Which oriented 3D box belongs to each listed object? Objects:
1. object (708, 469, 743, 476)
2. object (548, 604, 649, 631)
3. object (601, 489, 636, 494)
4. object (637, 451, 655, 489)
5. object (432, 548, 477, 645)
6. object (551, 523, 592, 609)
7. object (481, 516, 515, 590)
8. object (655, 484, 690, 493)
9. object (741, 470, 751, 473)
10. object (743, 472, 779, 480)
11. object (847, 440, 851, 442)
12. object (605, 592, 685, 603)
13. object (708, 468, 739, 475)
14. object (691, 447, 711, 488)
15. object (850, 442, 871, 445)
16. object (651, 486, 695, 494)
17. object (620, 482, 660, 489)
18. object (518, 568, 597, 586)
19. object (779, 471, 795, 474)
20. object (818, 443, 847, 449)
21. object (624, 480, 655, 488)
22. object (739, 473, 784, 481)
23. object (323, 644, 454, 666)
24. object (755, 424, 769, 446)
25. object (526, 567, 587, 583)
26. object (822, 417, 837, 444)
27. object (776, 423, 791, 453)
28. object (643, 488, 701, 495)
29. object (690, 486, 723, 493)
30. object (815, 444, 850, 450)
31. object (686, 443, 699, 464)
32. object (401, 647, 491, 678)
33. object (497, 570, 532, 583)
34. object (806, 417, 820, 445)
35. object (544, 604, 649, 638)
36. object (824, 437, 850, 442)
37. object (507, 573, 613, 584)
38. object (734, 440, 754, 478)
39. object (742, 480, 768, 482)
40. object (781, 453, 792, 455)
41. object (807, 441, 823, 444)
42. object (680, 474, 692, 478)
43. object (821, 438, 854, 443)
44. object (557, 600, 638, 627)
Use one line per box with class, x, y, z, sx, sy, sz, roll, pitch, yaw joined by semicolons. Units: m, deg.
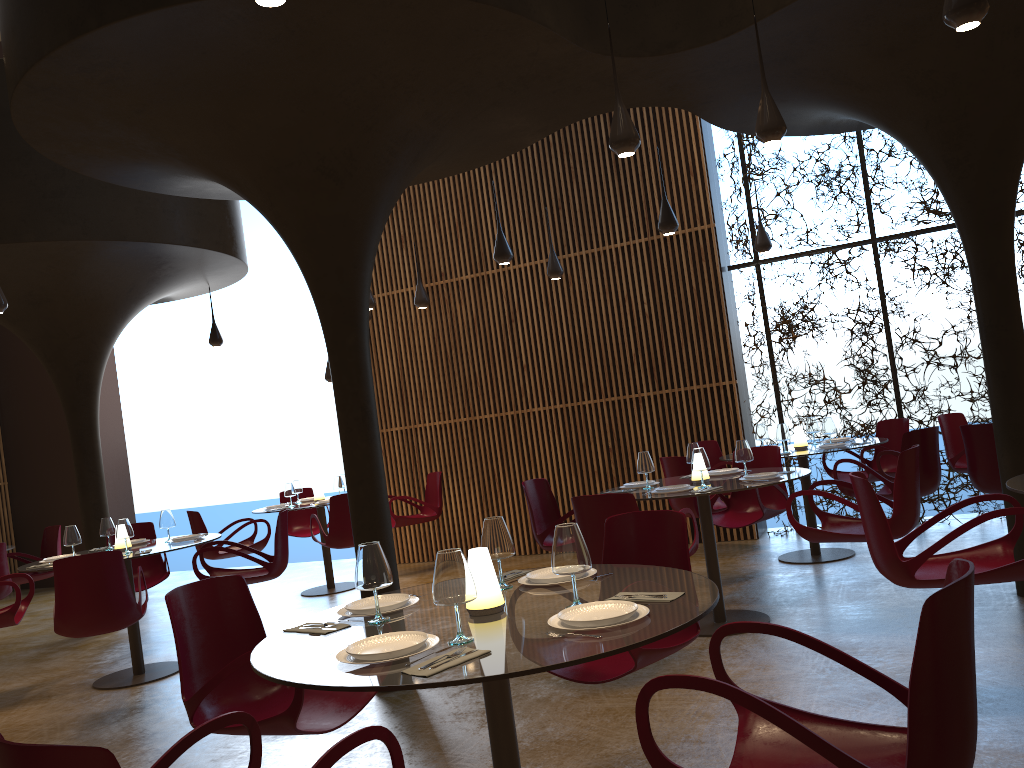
object;1.784;0.750;7.477;0.331;0.014;0.332;-6;-3;-40
object;0.281;0.758;2.876;0.332;0.014;0.332;-8;-2;5
object;0.858;0.867;7.124;0.262;0.017;0.126;-10;-3;38
object;1.075;0.693;7.121;0.142;0.295;0.142;-8;-1;15
object;-0.183;0.681;2.843;0.142;0.295;0.142;-8;-1;-2
object;0.210;0.639;3.105;0.141;0.295;0.142;-7;-1;-34
object;-0.057;0.699;3.663;0.141;0.295;0.142;-7;-1;-29
object;1.198;0.783;6.611;0.263;0.029;0.263;-5;-3;-43
object;1.788;0.751;7.475;0.411;0.012;0.204;-9;-3;36
object;1.873;0.694;6.662;0.263;0.029;0.263;-9;-3;25
object;3.469;0.607;9.431;0.204;0.012;0.411;-7;-3;-24
object;0.465;0.750;3.116;0.262;0.017;0.126;-9;-3;34
object;1.783;0.741;7.477;0.263;0.029;0.263;-9;-3;24
object;1.411;0.626;6.628;0.142;0.295;0.142;-8;-1;-2
object;3.419;0.593;8.797;0.126;0.017;0.262;-7;-3;-26
object;1.199;0.792;6.611;0.331;0.014;0.332;-6;-3;-36
object;1.057;0.843;7.349;0.332;0.014;0.332;-8;-3;16
object;0.190;0.805;3.692;0.331;0.014;0.332;-6;-3;-40
object;2.059;0.696;6.901;0.262;0.017;0.126;-9;-3;34
object;3.139;0.609;8.682;0.263;0.029;0.263;-8;-2;16
object;1.056;0.833;7.349;0.263;0.029;0.263;-9;-3;32
object;1.875;0.703;6.661;0.332;0.014;0.332;-8;-2;5
object;-0.398;0.849;2.829;0.411;0.012;0.204;-10;-3;39
object;2.673;0.577;9.475;0.142;0.295;0.142;-8;-1;22
object;0.189;0.795;3.692;0.263;0.029;0.263;-9;-3;30
object;3.189;0.483;8.908;0.141;0.295;0.142;-7;-1;-27
object;2.720;0.545;8.878;0.142;0.295;0.141;-9;-1;39
object;1.196;0.794;6.614;0.411;0.012;0.204;-10;-3;39
object;1.403;0.763;6.389;0.127;0.017;0.261;-10;-3;44
object;3.140;0.619;8.682;0.332;0.014;0.331;-8;-3;16
object;1.537;0.644;7.448;0.141;0.295;0.142;-7;-1;-29
object;-0.191;0.817;2.604;0.127;0.017;0.261;-10;-3;44
object;-0.026;0.850;3.900;0.127;0.017;0.261;-10;-3;40
object;3.234;0.504;9.526;0.142;0.295;0.141;-8;-1;35
object;0.279;0.759;2.872;0.205;0.012;0.410;-9;-3;30
object;3.465;0.597;9.435;0.263;0.029;0.263;-6;-3;-30
object;0.194;0.805;3.690;0.411;0.012;0.204;-9;-3;36
object;1.804;0.585;6.890;0.142;0.295;0.142;-8;-1;11
object;1.873;0.705;6.657;0.205;0.012;0.410;-9;-3;30
object;2.597;0.699;8.684;0.261;0.017;0.126;-7;-2;-16
object;3.382;0.637;9.725;0.261;0.017;0.127;-7;-3;-20
object;1.568;0.795;7.685;0.127;0.017;0.261;-10;-3;40
object;3.466;0.607;9.435;0.332;0.014;0.332;-8;-2;15
object;0.279;0.748;2.877;0.263;0.029;0.263;-9;-3;25
